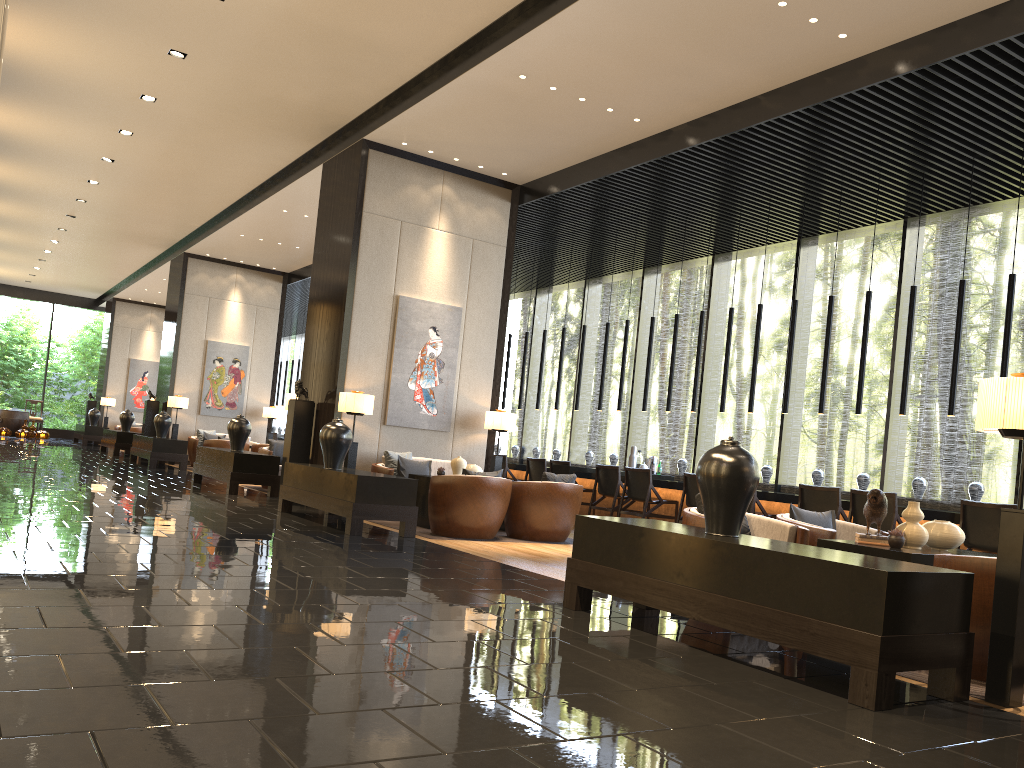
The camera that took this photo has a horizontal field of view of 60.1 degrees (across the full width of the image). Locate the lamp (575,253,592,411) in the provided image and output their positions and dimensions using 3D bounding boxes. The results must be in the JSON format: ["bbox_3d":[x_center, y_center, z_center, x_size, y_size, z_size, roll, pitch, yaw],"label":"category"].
[{"bbox_3d":[1.069,-0.811,13.064,0.060,2.417,0.060,7,-2,-37],"label":"lamp"}]

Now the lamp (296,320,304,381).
[{"bbox_3d":[-5.698,-0.608,23.716,0.060,2.417,0.060,5,-1,23],"label":"lamp"}]

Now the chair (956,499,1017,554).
[{"bbox_3d":[3.880,1.363,7.063,0.565,0.826,0.525,7,-3,-32],"label":"chair"}]

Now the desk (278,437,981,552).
[{"bbox_3d":[-1.292,1.605,15.890,1.786,0.758,28.706,8,-5,-32],"label":"desk"}]

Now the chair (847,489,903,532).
[{"bbox_3d":[3.323,1.379,7.940,0.565,0.826,0.525,7,-3,-32],"label":"chair"}]

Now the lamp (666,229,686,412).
[{"bbox_3d":[2.125,-0.843,11.402,0.060,2.417,0.060,7,-2,-37],"label":"lamp"}]

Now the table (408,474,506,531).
[{"bbox_3d":[-0.526,1.265,9.367,1.045,0.516,0.575,8,-4,-32],"label":"table"}]

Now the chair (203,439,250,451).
[{"bbox_3d":[-5.123,1.305,15.898,0.806,0.603,0.605,8,-4,-32],"label":"chair"}]

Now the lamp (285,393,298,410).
[{"bbox_3d":[-2.723,0.795,11.172,0.374,1.317,0.376,5,-2,12],"label":"lamp"}]

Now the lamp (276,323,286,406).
[{"bbox_3d":[-6.518,-0.583,25.007,0.060,2.417,0.060,5,-1,23],"label":"lamp"}]

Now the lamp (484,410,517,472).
[{"bbox_3d":[-0.191,0.987,10.647,0.375,1.349,0.375,6,-2,-3],"label":"lamp"}]

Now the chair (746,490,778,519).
[{"bbox_3d":[2.472,1.405,9.279,0.565,0.826,0.525,7,-3,-32],"label":"chair"}]

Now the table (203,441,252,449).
[{"bbox_3d":[-5.339,1.409,16.943,1.045,0.516,0.575,8,-4,-32],"label":"table"}]

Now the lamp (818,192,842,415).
[{"bbox_3d":[3.393,-0.881,9.406,0.060,2.417,0.060,7,-2,-37],"label":"lamp"}]

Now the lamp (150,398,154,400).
[{"bbox_3d":[-7.506,0.923,18.704,0.375,1.349,0.375,6,-2,-14],"label":"lamp"}]

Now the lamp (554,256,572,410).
[{"bbox_3d":[0.793,-0.803,13.500,0.060,2.417,0.060,7,-2,-37],"label":"lamp"}]

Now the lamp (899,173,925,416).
[{"bbox_3d":[3.902,-0.896,8.605,0.060,2.417,0.060,7,-2,-37],"label":"lamp"}]

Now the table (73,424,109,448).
[{"bbox_3d":[-11.231,1.372,23.639,0.622,0.512,1.958,8,-5,-32],"label":"table"}]

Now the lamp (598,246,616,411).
[{"bbox_3d":[1.364,-0.820,12.600,0.060,2.417,0.060,7,-2,-37],"label":"lamp"}]

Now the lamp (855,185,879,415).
[{"bbox_3d":[3.637,-0.889,9.022,0.060,2.417,0.060,6,-1,-27],"label":"lamp"}]

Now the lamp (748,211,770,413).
[{"bbox_3d":[2.868,-0.865,10.232,0.060,2.417,0.060,7,-2,-37],"label":"lamp"}]

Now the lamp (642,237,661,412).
[{"bbox_3d":[1.876,-0.836,11.795,0.060,2.417,0.060,7,-2,-37],"label":"lamp"}]

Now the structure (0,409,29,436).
[{"bbox_3d":[-14.121,1.097,24.967,0.877,0.709,0.873,9,-5,-44],"label":"structure"}]

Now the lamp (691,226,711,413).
[{"bbox_3d":[2.370,-0.850,11.017,0.060,2.417,0.060,7,-2,-37],"label":"lamp"}]

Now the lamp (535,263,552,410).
[{"bbox_3d":[0.517,-0.795,13.933,0.060,2.417,0.060,7,-2,-37],"label":"lamp"}]

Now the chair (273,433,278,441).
[{"bbox_3d":[-5.885,1.656,22.434,0.565,0.826,0.525,7,-3,-32],"label":"chair"}]

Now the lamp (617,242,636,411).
[{"bbox_3d":[1.596,-0.827,12.236,0.060,2.417,0.060,7,-2,-37],"label":"lamp"}]

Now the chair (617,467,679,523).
[{"bbox_3d":[1.621,1.431,10.619,0.565,0.826,0.525,7,-3,-32],"label":"chair"}]

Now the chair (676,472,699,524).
[{"bbox_3d":[2.164,1.414,9.764,0.565,0.826,0.525,7,-3,-32],"label":"chair"}]

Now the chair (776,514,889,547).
[{"bbox_3d":[2.094,1.206,5.967,0.806,0.603,0.605,8,-4,-32],"label":"chair"}]

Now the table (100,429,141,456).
[{"bbox_3d":[-8.489,1.289,19.322,0.622,0.512,1.958,8,-5,-32],"label":"table"}]

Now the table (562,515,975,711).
[{"bbox_3d":[1.089,1.001,4.246,0.622,0.512,1.958,8,-5,-32],"label":"table"}]

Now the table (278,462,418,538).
[{"bbox_3d":[-1.614,1.082,8.502,0.622,0.512,1.958,8,-5,-32],"label":"table"}]

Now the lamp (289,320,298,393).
[{"bbox_3d":[-5.972,-0.599,24.148,0.060,2.417,0.060,5,-1,23],"label":"lamp"}]

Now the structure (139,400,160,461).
[{"bbox_3d":[-7.293,0.937,17.795,0.241,1.216,0.240,7,-2,-32],"label":"structure"}]

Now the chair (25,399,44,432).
[{"bbox_3d":[-13.988,1.002,25.855,0.522,1.074,0.535,7,-2,-32],"label":"chair"}]

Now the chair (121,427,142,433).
[{"bbox_3d":[-9.961,1.451,23.513,0.806,0.603,0.605,8,-4,-32],"label":"chair"}]

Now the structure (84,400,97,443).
[{"bbox_3d":[-12.108,1.081,25.374,0.241,1.216,0.240,7,-2,-32],"label":"structure"}]

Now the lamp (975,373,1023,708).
[{"bbox_3d":[2.071,0.635,3.629,0.374,1.349,0.376,5,-2,15],"label":"lamp"}]

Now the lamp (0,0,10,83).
[{"bbox_3d":[-0.726,-0.232,0.898,0.336,0.728,0.338,5,-2,31],"label":"lamp"}]

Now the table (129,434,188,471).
[{"bbox_3d":[-6.416,1.227,16.060,0.622,0.512,1.958,8,-5,-32],"label":"table"}]

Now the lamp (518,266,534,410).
[{"bbox_3d":[0.242,-0.786,14.366,0.060,2.417,0.060,7,-2,-37],"label":"lamp"}]

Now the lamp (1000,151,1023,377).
[{"bbox_3d":[4.410,-0.912,7.806,0.060,2.417,0.060,7,-2,-37],"label":"lamp"}]

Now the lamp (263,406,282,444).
[{"bbox_3d":[-4.975,1.131,18.177,0.375,1.349,0.375,6,-2,-14],"label":"lamp"}]

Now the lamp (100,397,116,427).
[{"bbox_3d":[-11.357,1.039,24.765,0.375,1.349,0.375,6,-2,-3],"label":"lamp"}]

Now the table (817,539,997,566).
[{"bbox_3d":[2.268,1.181,4.968,1.045,0.516,0.575,8,-4,-32],"label":"table"}]

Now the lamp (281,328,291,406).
[{"bbox_3d":[-6.245,-0.591,24.577,0.060,2.417,0.060,5,-1,23],"label":"lamp"}]

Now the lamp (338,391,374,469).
[{"bbox_3d":[-1.753,0.752,9.647,0.374,1.346,0.376,5,-2,19],"label":"lamp"}]

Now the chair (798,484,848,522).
[{"bbox_3d":[3.015,1.389,8.425,0.565,0.826,0.525,7,-3,-32],"label":"chair"}]

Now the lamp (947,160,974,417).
[{"bbox_3d":[4.167,-0.904,8.189,0.060,2.417,0.060,6,-1,-27],"label":"lamp"}]

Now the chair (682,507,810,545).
[{"bbox_3d":[1.376,1.097,5.508,0.806,0.603,0.605,8,-4,-32],"label":"chair"}]

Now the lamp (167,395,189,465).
[{"bbox_3d":[-6.537,0.894,17.178,0.375,1.349,0.375,6,-2,-14],"label":"lamp"}]

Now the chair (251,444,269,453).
[{"bbox_3d":[-4.406,1.414,16.357,0.806,0.603,0.605,8,-4,-32],"label":"chair"}]

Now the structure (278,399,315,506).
[{"bbox_3d":[-2.491,0.792,10.237,0.241,1.216,0.240,7,-2,-32],"label":"structure"}]

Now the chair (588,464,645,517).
[{"bbox_3d":[1.313,1.440,11.104,0.565,0.826,0.525,7,-3,-32],"label":"chair"}]

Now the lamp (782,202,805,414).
[{"bbox_3d":[3.137,-0.873,9.809,0.060,2.417,0.060,6,-1,-27],"label":"lamp"}]

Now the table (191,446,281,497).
[{"bbox_3d":[-3.687,1.145,11.764,0.622,0.512,1.958,8,-5,-32],"label":"table"}]

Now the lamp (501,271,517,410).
[{"bbox_3d":[-0.030,-0.778,14.794,0.060,2.417,0.060,7,-2,-37],"label":"lamp"}]

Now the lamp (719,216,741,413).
[{"bbox_3d":[2.630,-0.858,10.608,0.060,2.417,0.060,7,-2,-37],"label":"lamp"}]
